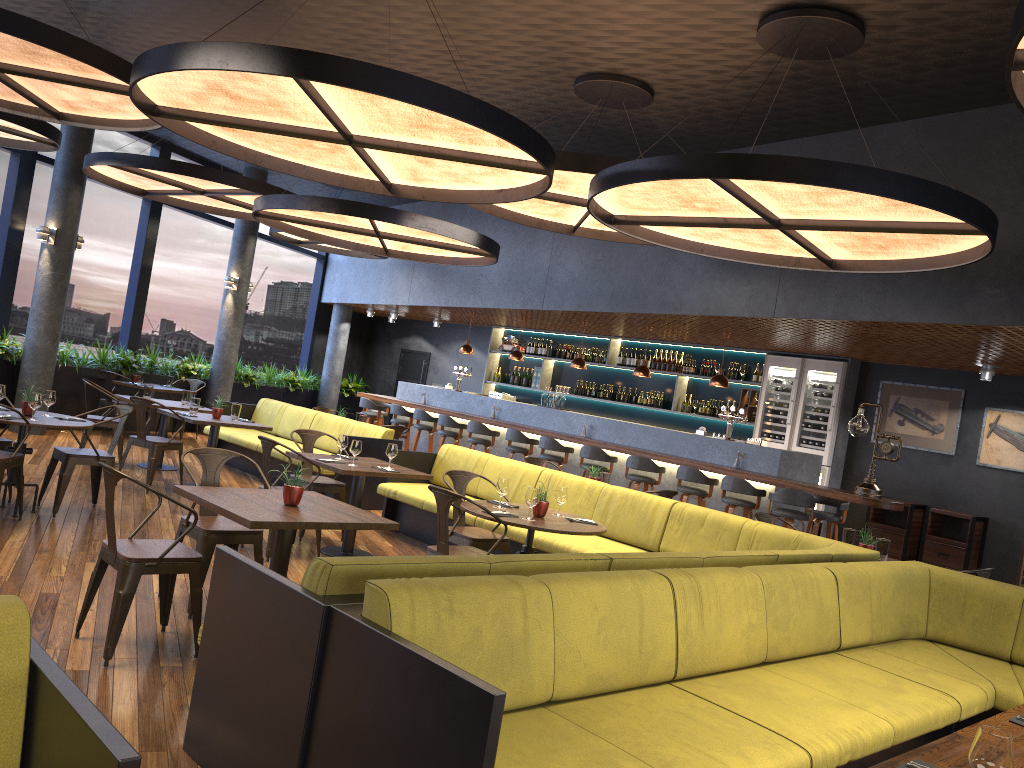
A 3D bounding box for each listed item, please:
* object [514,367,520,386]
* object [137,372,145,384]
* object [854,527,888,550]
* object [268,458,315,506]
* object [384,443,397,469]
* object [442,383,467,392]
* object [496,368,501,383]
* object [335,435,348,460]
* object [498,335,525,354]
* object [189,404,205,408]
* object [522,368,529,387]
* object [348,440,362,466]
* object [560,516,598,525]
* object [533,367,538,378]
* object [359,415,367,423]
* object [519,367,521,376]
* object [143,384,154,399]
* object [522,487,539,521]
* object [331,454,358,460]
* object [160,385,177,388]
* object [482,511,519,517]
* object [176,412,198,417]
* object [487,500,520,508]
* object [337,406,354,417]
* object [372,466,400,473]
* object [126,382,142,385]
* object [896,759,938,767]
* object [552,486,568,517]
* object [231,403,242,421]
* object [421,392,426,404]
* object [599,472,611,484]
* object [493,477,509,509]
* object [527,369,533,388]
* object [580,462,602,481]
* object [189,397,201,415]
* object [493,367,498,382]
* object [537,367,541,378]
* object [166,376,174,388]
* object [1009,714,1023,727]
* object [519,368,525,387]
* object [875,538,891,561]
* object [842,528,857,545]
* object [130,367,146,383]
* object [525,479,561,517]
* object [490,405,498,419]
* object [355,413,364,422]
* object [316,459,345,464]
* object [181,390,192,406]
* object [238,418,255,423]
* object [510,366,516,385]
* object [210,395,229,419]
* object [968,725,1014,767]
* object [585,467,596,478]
[{"bbox_3d":[0.105,-0.141,16.088,0.094,0.340,0.094,10,0,-30],"label":"object"},{"bbox_3d":[-5.458,-0.086,13.029,0.102,0.178,0.102,9,0,28],"label":"object"},{"bbox_3d":[2.651,1.172,6.645,0.260,0.271,0.238,10,0,-42],"label":"object"},{"bbox_3d":[-1.200,0.527,4.870,0.260,0.271,0.238,9,0,-8],"label":"object"},{"bbox_3d":[-1.018,0.607,7.459,0.097,0.206,0.097,9,0,38],"label":"object"},{"bbox_3d":[-0.944,0.065,16.022,0.766,0.106,0.200,10,0,-44],"label":"object"},{"bbox_3d":[-0.240,-0.164,16.552,0.079,0.281,0.079,10,0,-40],"label":"object"},{"bbox_3d":[-1.443,0.537,7.517,0.097,0.206,0.097,9,0,38],"label":"object"},{"bbox_3d":[-0.002,-0.732,16.386,0.229,0.319,0.579,10,0,-44],"label":"object"},{"bbox_3d":[-3.791,0.258,10.637,0.157,0.019,0.255,10,0,-44],"label":"object"},{"bbox_3d":[0.257,-0.117,15.943,0.094,0.340,0.094,9,0,-4],"label":"object"},{"bbox_3d":[-1.278,0.562,7.218,0.097,0.206,0.097,10,0,-43],"label":"object"},{"bbox_3d":[0.461,0.939,6.128,0.255,0.019,0.157,9,0,-11],"label":"object"},{"bbox_3d":[0.447,-0.205,15.776,0.080,0.192,0.098,10,0,-44],"label":"object"},{"bbox_3d":[-1.913,0.491,11.338,0.102,0.178,0.102,9,0,32],"label":"object"},{"bbox_3d":[0.117,-0.139,16.204,0.094,0.340,0.094,10,0,-38],"label":"object"},{"bbox_3d":[-4.260,0.098,10.377,0.102,0.178,0.102,9,0,22],"label":"object"},{"bbox_3d":[0.126,0.787,5.817,0.097,0.206,0.097,9,0,-5],"label":"object"},{"bbox_3d":[-1.441,0.633,7.690,0.157,0.019,0.255,10,0,-43],"label":"object"},{"bbox_3d":[-5.202,0.040,13.463,0.255,0.019,0.157,9,0,22],"label":"object"},{"bbox_3d":[-0.060,0.851,5.841,0.255,0.019,0.157,10,0,-41],"label":"object"},{"bbox_3d":[-3.409,0.314,9.267,0.157,0.019,0.255,10,0,-44],"label":"object"},{"bbox_3d":[-0.050,0.855,6.316,0.157,0.019,0.255,10,0,-37],"label":"object"},{"bbox_3d":[-2.176,0.400,11.317,0.238,0.271,0.260,10,0,-38],"label":"object"},{"bbox_3d":[-1.050,0.695,7.286,0.157,0.019,0.255,10,0,-43],"label":"object"},{"bbox_3d":[-5.485,-0.010,12.863,0.255,0.019,0.157,9,0,22],"label":"object"},{"bbox_3d":[1.146,1.032,2.299,0.157,0.019,0.255,10,0,-43],"label":"object"},{"bbox_3d":[0.341,0.824,6.236,0.097,0.206,0.097,9,0,-2],"label":"object"},{"bbox_3d":[-2.978,0.305,9.555,0.102,0.178,0.102,9,0,12],"label":"object"},{"bbox_3d":[-1.459,0.228,14.652,0.114,0.203,0.069,9,0,4],"label":"object"},{"bbox_3d":[0.881,0.936,8.477,0.102,0.178,0.102,9,0,32],"label":"object"},{"bbox_3d":[-0.071,0.756,6.146,0.097,0.206,0.097,9,0,-19],"label":"object"},{"bbox_3d":[0.346,-0.102,15.997,0.094,0.340,0.094,9,0,-21],"label":"object"},{"bbox_3d":[0.806,0.878,8.627,0.238,0.271,0.260,9,0,-22],"label":"object"},{"bbox_3d":[-3.381,0.238,9.441,0.102,0.178,0.102,10,0,-38],"label":"object"},{"bbox_3d":[-0.304,-0.174,16.616,0.079,0.281,0.079,10,0,-25],"label":"object"},{"bbox_3d":[0.515,-0.195,15.702,0.080,0.192,0.098,10,0,-44],"label":"object"},{"bbox_3d":[-5.134,-0.031,13.298,0.102,0.178,0.102,9,0,38],"label":"object"},{"bbox_3d":[1.795,1.142,2.925,0.157,0.019,0.255,10,0,-43],"label":"object"},{"bbox_3d":[0.198,-0.126,16.140,0.094,0.340,0.094,9,0,-21],"label":"object"},{"bbox_3d":[2.718,1.229,6.519,0.102,0.178,0.102,9,0,32],"label":"object"},{"bbox_3d":[2.611,1.214,6.880,0.102,0.178,0.102,9,0,32],"label":"object"},{"bbox_3d":[-5.636,-0.160,13.278,0.260,0.271,0.238,10,0,-42],"label":"object"},{"bbox_3d":[0.207,0.765,6.033,0.238,0.271,0.260,9,0,-22],"label":"object"},{"bbox_3d":[-0.268,0.418,13.402,0.114,0.203,0.069,9,0,7],"label":"object"},{"bbox_3d":[-2.026,0.474,11.747,0.102,0.178,0.102,9,0,-8],"label":"object"},{"bbox_3d":[-1.464,0.627,7.236,0.255,0.019,0.157,10,0,-43],"label":"object"},{"bbox_3d":[-3.857,0.165,10.491,0.102,0.178,0.102,9,0,22],"label":"object"},{"bbox_3d":[-2.912,0.398,9.701,0.157,0.019,0.255,10,0,-44],"label":"object"},{"bbox_3d":[0.029,-0.153,16.150,0.094,0.340,0.094,9,0,-21],"label":"object"},{"bbox_3d":[-3.128,0.233,9.479,0.238,0.271,0.260,9,0,-5],"label":"object"},{"bbox_3d":[1.144,0.935,2.126,0.097,0.206,0.097,9,0,2],"label":"object"},{"bbox_3d":[0.781,0.922,8.851,0.102,0.178,0.102,9,0,-8],"label":"object"}]
